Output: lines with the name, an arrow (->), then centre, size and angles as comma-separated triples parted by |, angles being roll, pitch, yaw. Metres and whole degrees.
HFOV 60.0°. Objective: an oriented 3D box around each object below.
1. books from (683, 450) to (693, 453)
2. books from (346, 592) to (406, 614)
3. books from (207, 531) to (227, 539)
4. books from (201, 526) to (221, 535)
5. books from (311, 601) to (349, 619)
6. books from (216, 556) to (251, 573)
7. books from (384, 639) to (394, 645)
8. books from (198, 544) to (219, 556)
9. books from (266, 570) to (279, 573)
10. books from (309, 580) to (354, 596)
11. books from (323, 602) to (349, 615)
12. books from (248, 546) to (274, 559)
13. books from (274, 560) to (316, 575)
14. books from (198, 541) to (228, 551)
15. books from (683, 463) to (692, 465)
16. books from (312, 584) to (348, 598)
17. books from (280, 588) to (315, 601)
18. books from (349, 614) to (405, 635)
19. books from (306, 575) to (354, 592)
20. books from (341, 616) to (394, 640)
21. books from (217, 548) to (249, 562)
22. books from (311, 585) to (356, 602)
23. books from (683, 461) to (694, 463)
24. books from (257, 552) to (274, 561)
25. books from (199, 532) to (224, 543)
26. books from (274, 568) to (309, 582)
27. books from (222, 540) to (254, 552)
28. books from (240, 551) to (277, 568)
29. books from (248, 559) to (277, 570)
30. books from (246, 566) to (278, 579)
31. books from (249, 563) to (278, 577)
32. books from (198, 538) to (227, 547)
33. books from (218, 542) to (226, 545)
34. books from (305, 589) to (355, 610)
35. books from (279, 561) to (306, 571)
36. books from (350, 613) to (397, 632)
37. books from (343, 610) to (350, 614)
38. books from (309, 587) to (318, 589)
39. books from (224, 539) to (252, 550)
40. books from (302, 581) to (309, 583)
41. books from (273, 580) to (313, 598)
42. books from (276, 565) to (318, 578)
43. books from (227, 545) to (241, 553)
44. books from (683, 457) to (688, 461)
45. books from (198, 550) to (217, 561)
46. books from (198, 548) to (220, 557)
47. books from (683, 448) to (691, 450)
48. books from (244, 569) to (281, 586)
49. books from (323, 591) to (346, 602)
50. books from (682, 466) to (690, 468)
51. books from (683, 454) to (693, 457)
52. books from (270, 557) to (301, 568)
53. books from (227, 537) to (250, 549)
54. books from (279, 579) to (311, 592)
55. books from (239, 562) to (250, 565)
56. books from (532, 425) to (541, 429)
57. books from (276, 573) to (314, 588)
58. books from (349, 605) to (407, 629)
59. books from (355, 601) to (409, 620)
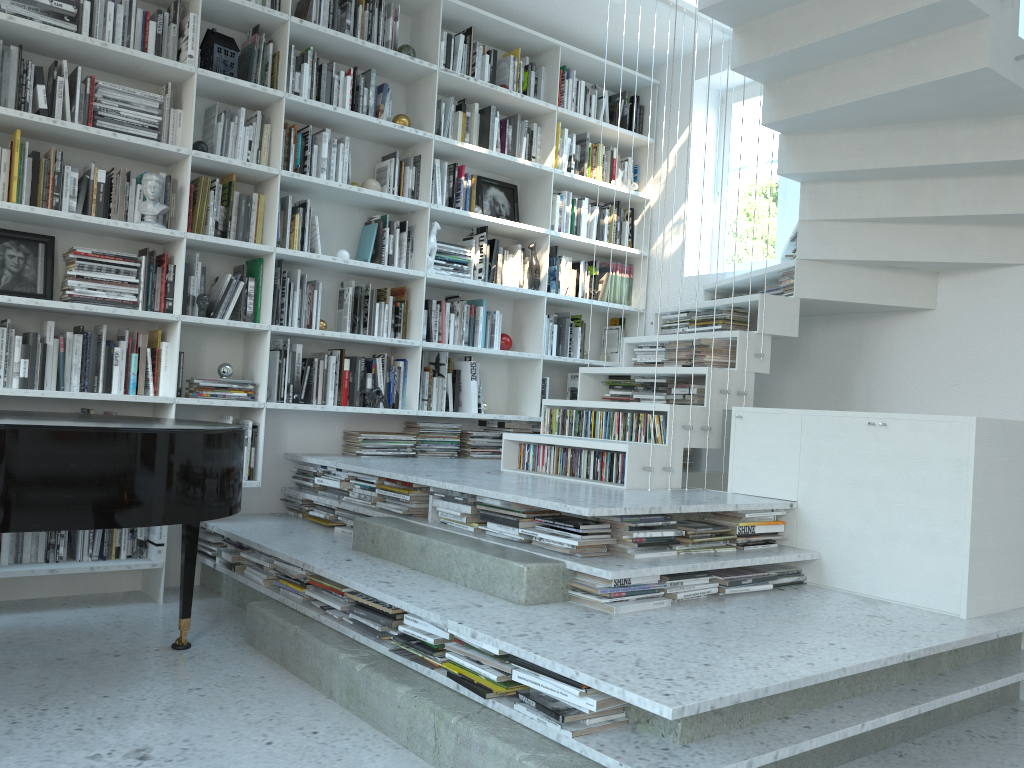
books -> 0.932, 0.394, 5.272 | 0.233, 0.015, 0.169 | 4, -2, -33
books -> -0.406, 0.720, 2.949 | 0.170, 0.014, 0.281 | 5, -2, -41
books -> -1.329, 0.700, 4.171 | 0.133, 0.017, 0.231 | 5, -2, -37
books -> -1.340, 0.683, 4.163 | 0.158, 0.014, 0.234 | 5, -2, -40
books -> -0.601, 0.808, 3.192 | 0.161, 0.008, 0.254 | 4, -2, -33
books -> -1.174, 0.793, 3.923 | 0.189, 0.030, 0.237 | 5, -2, -38
books -> -0.403, 0.819, 2.954 | 0.142, 0.012, 0.291 | 4, -2, -34
books -> -1.356, 0.773, 4.153 | 0.179, 0.012, 0.261 | 4, -2, -35
books -> -0.969, 0.759, 3.692 | 0.147, 0.012, 0.206 | 5, -2, -37
books -> -0.597, 0.725, 3.192 | 0.165, 0.014, 0.235 | 5, -2, -43
books -> -0.583, 0.802, 3.205 | 0.129, 0.005, 0.296 | 5, -2, -36
books -> -0.972, 0.696, 3.687 | 0.159, 0.006, 0.285 | 5, -2, -36
books -> -0.786, 0.705, 3.437 | 0.171, 0.015, 0.252 | 5, -2, -41
books -> -1.355, 0.748, 4.152 | 0.177, 0.012, 0.278 | 5, -2, -42
books -> 0.932, 0.468, 5.266 | 0.224, 0.012, 0.160 | 4, -2, -34
books -> -0.591, 0.737, 3.197 | 0.169, 0.009, 0.241 | 5, -2, -38
books -> -0.786, 0.809, 3.441 | 0.157, 0.014, 0.180 | 5, -2, -41
books -> -0.403, 0.793, 2.953 | 0.147, 0.008, 0.290 | 5, -2, -42
books -> -0.599, 0.712, 3.190 | 0.179, 0.012, 0.249 | 5, -2, -41
books -> -0.418, 0.800, 2.941 | 0.189, 0.009, 0.290 | 4, -2, -35
books -> -1.178, 0.751, 3.919 | 0.191, 0.028, 0.212 | 4, -2, -34
books -> -0.589, 0.746, 3.200 | 0.155, 0.009, 0.297 | 5, -2, -37
books -> 0.938, 0.458, 5.259 | 0.259, 0.009, 0.152 | 5, -2, -37
books -> -0.963, 0.709, 3.695 | 0.130, 0.018, 0.255 | 4, -2, -35
books -> -1.358, 0.713, 4.149 | 0.191, 0.013, 0.243 | 5, -2, -42
books -> -0.789, 0.733, 3.436 | 0.169, 0.009, 0.241 | 5, -2, -42
books -> -1.162, 0.716, 3.930 | 0.160, 0.009, 0.291 | 5, -2, -36
books -> -0.982, 0.724, 3.680 | 0.180, 0.015, 0.294 | 5, -2, -40
books -> -0.981, 0.742, 3.682 | 0.171, 0.020, 0.193 | 4, -2, -34
books -> -0.980, 0.778, 3.684 | 0.172, 0.014, 0.221 | 5, -2, -37
books -> -0.968, 0.768, 3.692 | 0.149, 0.007, 0.300 | 5, -2, -38
books -> -1.353, 0.738, 4.154 | 0.188, 0.009, 0.211 | 5, -2, -39
books -> -1.334, 0.728, 4.169 | 0.136, 0.013, 0.258 | 5, -2, -40
books -> -0.600, 0.769, 3.191 | 0.182, 0.013, 0.287 | 5, -2, -37
books -> -0.783, 0.692, 3.439 | 0.174, 0.011, 0.227 | 5, -2, -39
books -> -0.409, 0.783, 2.948 | 0.177, 0.011, 0.220 | 5, -2, -36
books -> -0.582, 0.795, 3.206 | 0.132, 0.009, 0.269 | 5, -2, -37
books -> -0.772, 0.767, 3.450 | 0.123, 0.008, 0.294 | 4, -2, -35
books -> -1.155, 0.710, 3.936 | 0.126, 0.005, 0.290 | 5, -2, -43
books -> -0.775, 0.745, 3.447 | 0.140, 0.013, 0.180 | 4, -2, -35
books -> -0.787, 0.788, 3.439 | 0.159, 0.012, 0.292 | 5, -2, -41
books -> -0.793, 0.720, 3.432 | 0.182, 0.016, 0.199 | 4, -2, -33
books -> -1.154, 0.730, 3.937 | 0.143, 0.019, 0.230 | 5, -2, -37
books -> 0.937, 0.439, 5.262 | 0.179, 0.029, 0.152 | 5, -2, -42
books -> -1.349, 0.796, 4.159 | 0.172, 0.016, 0.241 | 5, -2, -38
books -> -1.349, 0.784, 4.158 | 0.155, 0.009, 0.233 | 5, -2, -43
books -> 0.939, 0.373, 5.265 | 0.204, 0.028, 0.163 | 5, -2, -36
books -> -0.986, 0.798, 3.679 | 0.177, 0.026, 0.230 | 4, -2, -35
books -> -0.582, 0.757, 3.205 | 0.140, 0.013, 0.180 | 5, -2, -37
books -> 0.954, 0.488, 5.235 | 0.190, 0.011, 0.091 | 5, -2, -40
books -> 0.938, 0.416, 5.262 | 0.232, 0.017, 0.163 | 5, -2, -38
books -> -0.795, 0.683, 3.430 | 0.193, 0.005, 0.224 | 5, -2, -42
books -> -1.150, 0.700, 3.939 | 0.135, 0.014, 0.297 | 5, -2, -37
books -> -0.783, 0.776, 3.442 | 0.165, 0.012, 0.205 | 5, -2, -38
books -> -1.164, 0.773, 3.931 | 0.147, 0.012, 0.206 | 5, -2, -43
books -> 0.148, 0.264, 5.477 | 0.354, 0.017, 0.198 | 5, -2, -38
books -> -0.786, 0.756, 3.439 | 0.159, 0.011, 0.246 | 5, -2, -42
books -> -0.407, 0.765, 2.949 | 0.160, 0.025, 0.244 | 5, -2, -43
books -> -0.397, 0.744, 2.956 | 0.142, 0.017, 0.239 | 5, -2, -42
